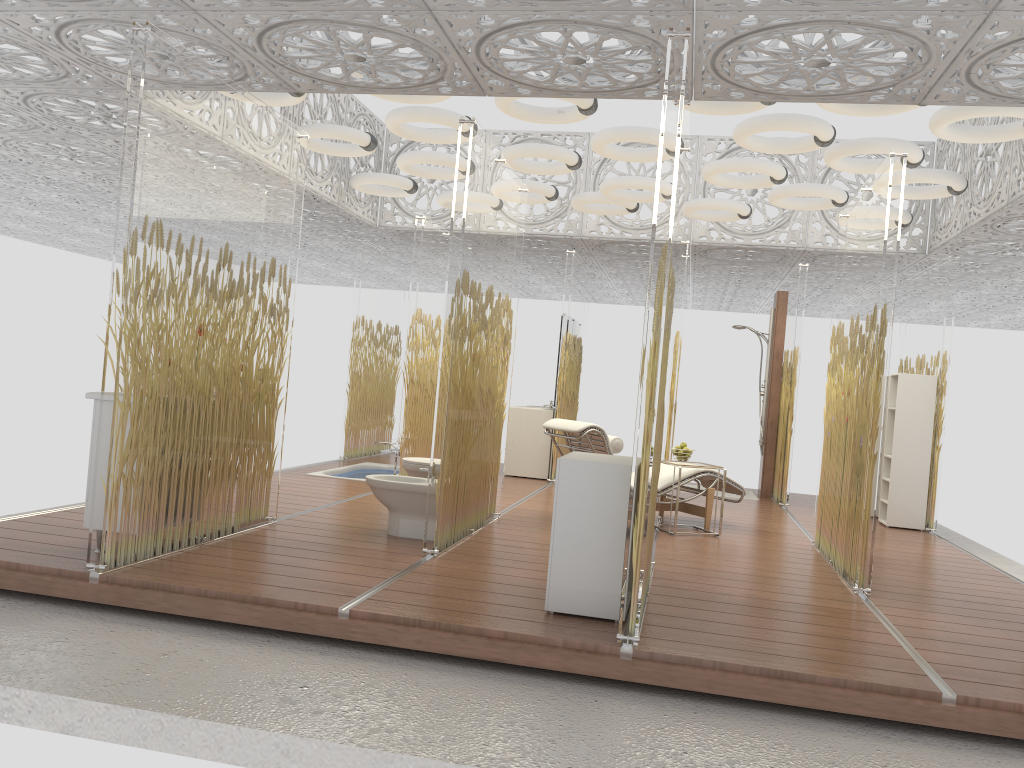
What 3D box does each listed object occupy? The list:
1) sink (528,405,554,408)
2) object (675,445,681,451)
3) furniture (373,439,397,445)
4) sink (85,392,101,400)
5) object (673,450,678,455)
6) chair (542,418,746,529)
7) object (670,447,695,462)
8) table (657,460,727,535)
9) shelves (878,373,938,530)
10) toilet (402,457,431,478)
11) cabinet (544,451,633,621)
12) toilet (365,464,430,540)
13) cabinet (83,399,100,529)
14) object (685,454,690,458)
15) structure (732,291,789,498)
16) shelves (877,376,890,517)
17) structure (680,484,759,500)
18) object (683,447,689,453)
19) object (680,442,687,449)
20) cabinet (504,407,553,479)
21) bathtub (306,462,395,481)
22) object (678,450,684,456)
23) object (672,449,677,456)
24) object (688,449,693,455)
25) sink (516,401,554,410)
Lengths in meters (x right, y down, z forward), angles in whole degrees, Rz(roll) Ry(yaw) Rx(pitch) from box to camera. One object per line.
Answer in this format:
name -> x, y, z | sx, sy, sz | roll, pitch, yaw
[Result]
sink -> 0.436, 0.327, 11.163 | 0.499, 0.266, 0.573 | 5, 0, 9
object -> 1.322, 0.513, 7.073 | 0.047, 0.045, 0.047 | 5, 0, 12
furniture -> -1.166, 0.584, 9.056 | 0.178, 0.014, 0.977 | 5, 0, 11
sink -> -2.029, 0.096, 4.862 | 0.454, 0.263, 0.603 | 5, 0, 11
object -> 1.310, 0.549, 7.090 | 0.040, 0.040, 0.039 | 5, 0, 3
chair -> 1.115, 0.751, 7.407 | 1.787, 0.811, 0.635 | 5, 0, -29
object -> 1.363, 0.571, 7.113 | 0.206, 0.105, 0.206 | 5, 0, -34
table -> 1.398, 0.900, 7.084 | 0.420, 0.535, 0.420 | 5, 0, -19
shelves -> 3.824, 0.640, 8.581 | 0.344, 1.460, 0.366 | 5, 0, 11
toilet -> -0.544, 0.802, 6.669 | 0.611, 0.437, 0.401 | 5, 0, 11
cabinet -> 0.413, 0.721, 4.387 | 0.358, 0.712, 0.595 | 5, 0, 11
toilet -> -0.689, 0.760, 5.928 | 0.611, 0.506, 0.401 | 5, 0, 11
cabinet -> -1.991, 0.427, 4.852 | 0.316, 0.678, 0.580 | 5, 0, 11
object -> 1.401, 0.573, 7.075 | 0.045, 0.042, 0.045 | 5, 0, 6
structure -> 2.861, 0.105, 10.396 | 0.624, 2.402, 0.433 | 5, 0, -2
shelves -> 3.961, 0.653, 9.271 | 0.344, 1.460, 0.366 | 5, 0, 11
structure -> 2.446, 1.295, 10.532 | 0.879, 0.039, 1.053 | 5, 0, 11
object -> 1.386, 0.530, 7.071 | 0.055, 0.054, 0.050 | 5, 0, -19
object -> 1.375, 0.493, 7.106 | 0.055, 0.056, 0.055 | 5, 0, 11
cabinet -> 0.248, 0.680, 10.459 | 0.549, 0.782, 0.643 | 5, 0, 11
bathtub -> -1.535, 1.045, 9.492 | 0.700, 0.582, 1.700 | 5, 0, 11
object -> 1.341, 0.548, 7.059 | 0.047, 0.045, 0.047 | 5, 0, 15
object -> 1.318, 0.548, 7.132 | 0.058, 0.058, 0.058 | 5, 0, -22
object -> 1.420, 0.546, 7.113 | 0.055, 0.048, 0.054 | 5, 0, 5
sink -> 0.296, 0.315, 10.459 | 0.499, 0.266, 0.573 | 5, 0, 14
